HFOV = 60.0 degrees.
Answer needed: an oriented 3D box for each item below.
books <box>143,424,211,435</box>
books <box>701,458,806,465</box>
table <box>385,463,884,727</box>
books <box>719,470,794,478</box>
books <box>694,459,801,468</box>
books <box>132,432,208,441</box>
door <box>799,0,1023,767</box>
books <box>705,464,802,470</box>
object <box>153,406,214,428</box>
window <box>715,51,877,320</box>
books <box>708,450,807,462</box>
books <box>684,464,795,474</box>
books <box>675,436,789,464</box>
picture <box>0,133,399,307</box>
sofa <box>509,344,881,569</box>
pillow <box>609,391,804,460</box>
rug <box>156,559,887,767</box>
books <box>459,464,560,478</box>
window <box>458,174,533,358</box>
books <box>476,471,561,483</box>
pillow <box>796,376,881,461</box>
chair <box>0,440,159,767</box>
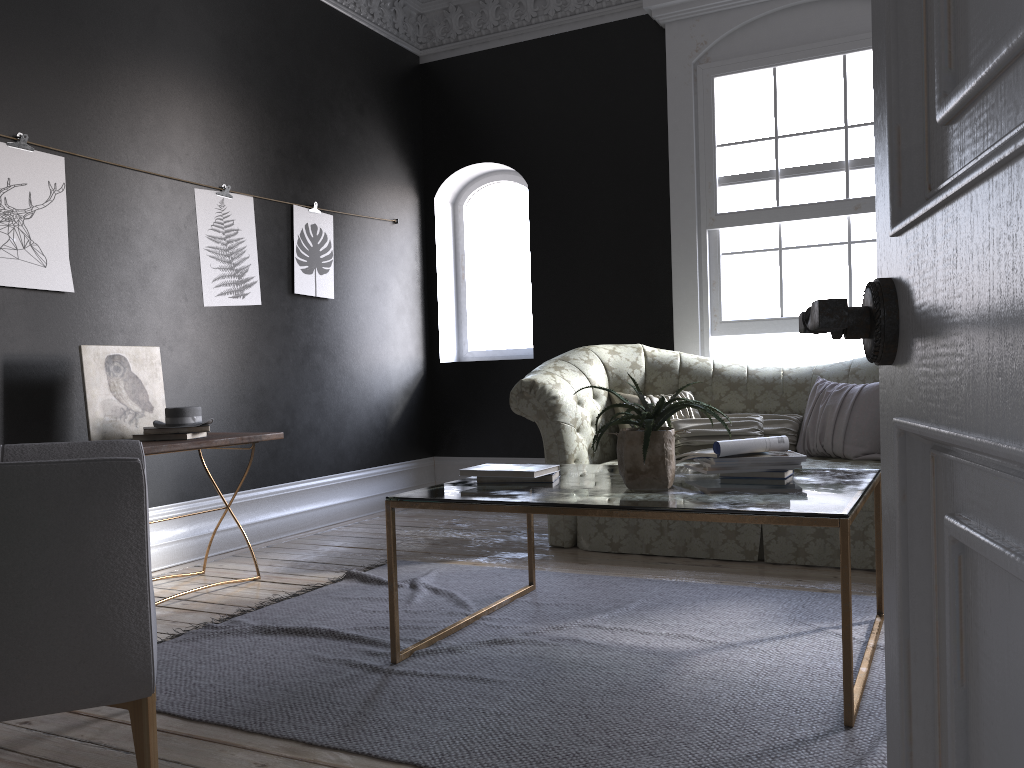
[{"bbox_3d":[-1.559,0.210,4.122,0.289,0.030,0.193,-2,1,-22],"label":"books"},{"bbox_3d":[0.857,0.268,3.192,0.318,0.011,0.252,-2,0,-2],"label":"books"},{"bbox_3d":[0.478,0.623,3.114,1.449,0.558,1.092,-2,1,27],"label":"table"},{"bbox_3d":[0.880,0.316,3.188,0.231,0.023,0.162,-2,1,27],"label":"books"},{"bbox_3d":[0.845,0.279,3.207,0.318,0.011,0.252,-2,0,-2],"label":"books"},{"bbox_3d":[-1.588,0.240,4.122,0.268,0.029,0.203,-2,1,7],"label":"books"},{"bbox_3d":[0.245,-0.253,0.327,0.216,2.375,1.097,-1,1,14],"label":"door"},{"bbox_3d":[0.860,0.289,3.202,0.318,0.011,0.252,-2,0,8],"label":"books"},{"bbox_3d":[-1.527,0.151,4.122,0.258,0.087,0.328,-2,1,-7],"label":"object"},{"bbox_3d":[1.940,-1.253,5.723,1.263,1.672,0.056,-1,2,27],"label":"window"},{"bbox_3d":[0.864,0.257,3.187,0.318,0.011,0.252,-2,0,3],"label":"books"},{"bbox_3d":[0.818,0.301,3.213,0.318,0.011,0.252,-2,0,-7],"label":"books"},{"bbox_3d":[0.788,0.246,3.215,0.322,0.109,0.273,-2,1,-28],"label":"books"},{"bbox_3d":[-1.851,-0.816,4.740,0.058,0.771,4.454,-1,1,27],"label":"picture"},{"bbox_3d":[1.556,0.303,5.011,2.813,1.161,1.605,-2,1,28],"label":"sofa"},{"bbox_3d":[1.092,0.228,5.162,1.105,0.416,0.528,-2,1,27],"label":"pillow"},{"bbox_3d":[0.461,0.891,2.966,3.645,0.050,2.104,-2,1,27],"label":"rug"},{"bbox_3d":[-0.009,0.317,3.248,0.307,0.024,0.220,-2,1,27],"label":"books"},{"bbox_3d":[-0.073,-0.957,7.203,0.740,1.457,0.112,-1,2,27],"label":"window"},{"bbox_3d":[0.025,0.342,3.306,0.289,0.030,0.193,-2,1,11],"label":"books"},{"bbox_3d":[1.994,0.182,4.732,0.964,0.462,0.404,-1,1,34],"label":"pillow"},{"bbox_3d":[-1.302,0.544,2.201,0.770,0.863,0.818,-2,1,-23],"label":"chair"}]
